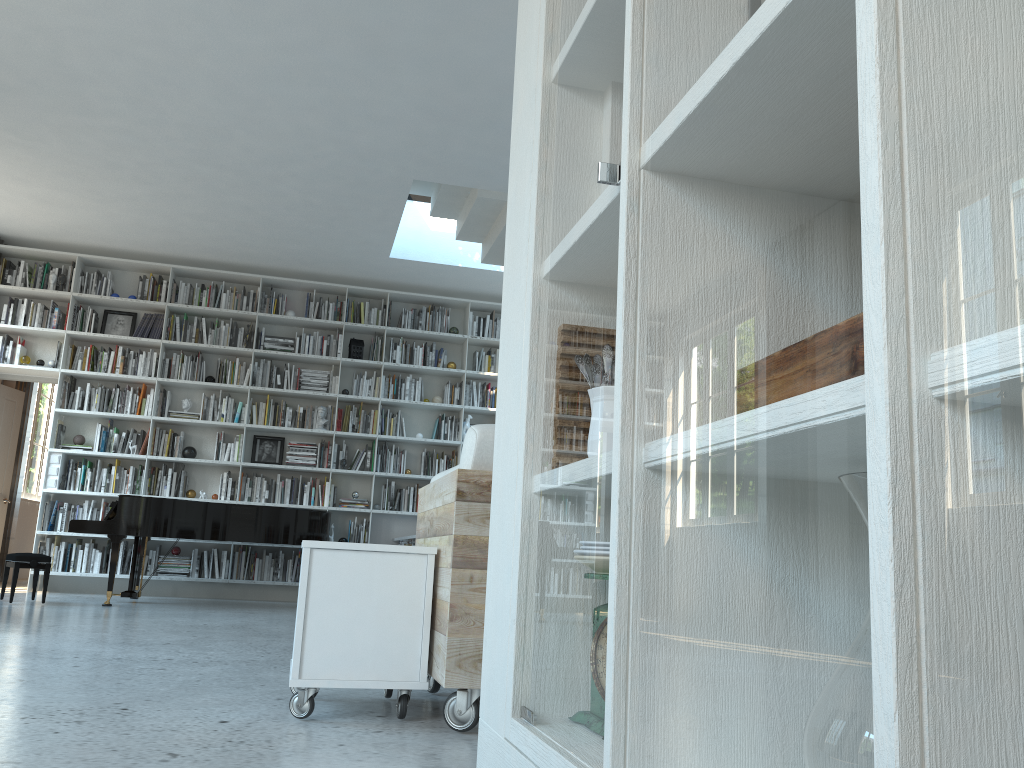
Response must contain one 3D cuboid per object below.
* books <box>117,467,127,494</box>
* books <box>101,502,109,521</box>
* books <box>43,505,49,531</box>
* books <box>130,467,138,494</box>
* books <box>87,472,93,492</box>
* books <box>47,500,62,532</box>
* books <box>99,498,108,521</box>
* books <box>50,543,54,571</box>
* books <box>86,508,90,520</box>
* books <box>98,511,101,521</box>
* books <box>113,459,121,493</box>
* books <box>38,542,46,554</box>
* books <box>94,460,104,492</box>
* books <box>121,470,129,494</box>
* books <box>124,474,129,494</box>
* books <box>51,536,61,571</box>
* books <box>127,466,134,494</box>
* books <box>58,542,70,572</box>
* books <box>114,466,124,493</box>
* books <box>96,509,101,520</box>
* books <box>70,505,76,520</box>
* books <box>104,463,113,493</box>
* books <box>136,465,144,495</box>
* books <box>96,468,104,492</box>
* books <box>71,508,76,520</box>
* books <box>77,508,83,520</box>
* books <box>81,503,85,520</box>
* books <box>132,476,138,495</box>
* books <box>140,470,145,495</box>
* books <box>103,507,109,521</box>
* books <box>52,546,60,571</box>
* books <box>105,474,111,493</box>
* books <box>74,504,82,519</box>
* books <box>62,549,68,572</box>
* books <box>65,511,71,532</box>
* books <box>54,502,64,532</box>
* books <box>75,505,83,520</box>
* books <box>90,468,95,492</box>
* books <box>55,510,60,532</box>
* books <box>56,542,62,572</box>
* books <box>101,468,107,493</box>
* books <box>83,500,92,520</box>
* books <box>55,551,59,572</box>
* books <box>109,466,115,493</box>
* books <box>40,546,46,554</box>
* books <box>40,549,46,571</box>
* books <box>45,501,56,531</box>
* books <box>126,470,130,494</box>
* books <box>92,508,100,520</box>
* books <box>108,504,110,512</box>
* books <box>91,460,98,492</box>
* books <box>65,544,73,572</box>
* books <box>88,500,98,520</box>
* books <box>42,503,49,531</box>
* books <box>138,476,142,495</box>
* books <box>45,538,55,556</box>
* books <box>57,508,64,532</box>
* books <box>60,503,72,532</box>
[{"bbox_3d":[-3.649,0.913,8.300,0.028,0.248,0.159,5,-11,-13],"label":"books"},{"bbox_3d":[-3.778,1.245,8.212,0.012,0.294,0.176,5,-11,-13],"label":"books"},{"bbox_3d":[-4.237,1.228,8.106,0.029,0.238,0.154,5,-11,-13],"label":"books"},{"bbox_3d":[-3.555,0.919,8.336,0.013,0.259,0.143,5,-11,-13],"label":"books"},{"bbox_3d":[-3.907,0.916,8.229,0.016,0.188,0.184,5,-11,-13],"label":"books"},{"bbox_3d":[-4.184,1.210,8.114,0.052,0.283,0.172,5,-11,-13],"label":"books"},{"bbox_3d":[-3.788,1.227,8.204,0.014,0.324,0.171,5,-11,-13],"label":"books"},{"bbox_3d":[-4.172,1.577,8.069,0.024,0.246,0.143,5,-11,-13],"label":"books"},{"bbox_3d":[-3.915,1.266,8.192,0.012,0.232,0.148,5,-11,-13],"label":"books"},{"bbox_3d":[-3.809,1.287,8.210,0.013,0.209,0.155,5,-11,-13],"label":"books"},{"bbox_3d":[-3.699,0.872,8.298,0.021,0.322,0.172,5,-11,-13],"label":"books"},{"bbox_3d":[-4.277,1.564,8.050,0.012,0.253,0.161,5,-11,-13],"label":"books"},{"bbox_3d":[-3.850,0.866,8.264,0.012,0.305,0.190,5,-11,-13],"label":"books"},{"bbox_3d":[-3.627,0.927,8.318,0.025,0.228,0.153,5,-11,-13],"label":"books"},{"bbox_3d":[-3.605,0.947,8.322,0.023,0.194,0.140,5,-11,-13],"label":"books"},{"bbox_3d":[-4.153,1.543,8.077,0.011,0.318,0.158,5,-11,-13],"label":"books"},{"bbox_3d":[-3.567,0.912,8.315,0.021,0.265,0.186,5,-11,-13],"label":"books"},{"bbox_3d":[-4.080,1.573,8.077,0.023,0.265,0.177,5,-11,-13],"label":"books"},{"bbox_3d":[-3.675,0.903,8.290,0.028,0.260,0.181,5,-11,-13],"label":"books"},{"bbox_3d":[-3.828,1.277,8.208,0.028,0.224,0.134,5,-11,-13],"label":"books"},{"bbox_3d":[-4.048,1.247,8.172,0.022,0.247,0.134,5,-11,-13],"label":"books"},{"bbox_3d":[-3.768,0.886,8.280,0.014,0.281,0.150,5,-11,-13],"label":"books"},{"bbox_3d":[-3.497,0.908,8.332,0.014,0.285,0.179,5,-11,-13],"label":"books"},{"bbox_3d":[-3.829,0.909,8.280,0.045,0.229,0.138,5,-11,-13],"label":"books"},{"bbox_3d":[-4.017,1.255,8.143,0.028,0.222,0.189,5,-11,-13],"label":"books"},{"bbox_3d":[-3.970,1.259,8.165,0.028,0.229,0.158,5,-11,-13],"label":"books"},{"bbox_3d":[-3.954,1.243,8.192,0.013,0.273,0.146,5,-11,-13],"label":"books"},{"bbox_3d":[-3.531,0.960,8.335,0.041,0.181,0.142,5,-11,-13],"label":"books"},{"bbox_3d":[-3.465,0.935,8.342,0.010,0.239,0.175,5,-11,-13],"label":"books"},{"bbox_3d":[-3.764,1.270,8.230,0.029,0.254,0.153,5,-11,-13],"label":"books"},{"bbox_3d":[-4.138,1.589,8.066,0.022,0.226,0.155,5,-11,-13],"label":"books"},{"bbox_3d":[-3.748,0.935,8.267,0.029,0.181,0.190,5,-11,-13],"label":"books"},{"bbox_3d":[-3.997,1.241,8.153,0.013,0.256,0.189,5,-11,-13],"label":"books"},{"bbox_3d":[-4.064,1.608,8.091,0.022,0.205,0.159,5,-11,-13],"label":"books"},{"bbox_3d":[-4.071,1.268,8.159,0.025,0.199,0.137,5,-11,-13],"label":"books"},{"bbox_3d":[-4.159,1.221,8.139,0.010,0.273,0.150,5,-11,-13],"label":"books"},{"bbox_3d":[-3.985,1.243,8.150,0.010,0.252,0.178,5,-11,-13],"label":"books"},{"bbox_3d":[-3.898,0.903,8.269,0.016,0.230,0.136,5,-11,-13],"label":"books"},{"bbox_3d":[-4.144,1.260,8.136,0.024,0.197,0.148,5,-11,-13],"label":"books"},{"bbox_3d":[-4.096,1.573,8.067,0.013,0.261,0.174,5,-11,-13],"label":"books"},{"bbox_3d":[-3.790,0.910,8.272,0.027,0.229,0.159,5,-11,-13],"label":"books"},{"bbox_3d":[-3.932,1.231,8.192,0.027,0.299,0.142,5,-11,-13],"label":"books"},{"bbox_3d":[-4.120,1.611,8.074,0.022,0.186,0.145,5,-11,-13],"label":"books"},{"bbox_3d":[-3.722,0.904,8.290,0.026,0.253,0.177,5,-11,-13],"label":"books"},{"bbox_3d":[-4.261,1.584,8.051,0.023,0.215,0.159,5,-11,-13],"label":"books"},{"bbox_3d":[-4.231,1.594,8.028,0.029,0.190,0.177,5,-11,-13],"label":"books"},{"bbox_3d":[-4.213,1.209,8.098,0.011,0.276,0.189,5,-11,-13],"label":"books"},{"bbox_3d":[-3.586,0.923,8.326,0.010,0.245,0.160,5,-11,-13],"label":"books"},{"bbox_3d":[-3.857,1.268,8.206,0.031,0.238,0.132,5,-11,-13],"label":"books"},{"bbox_3d":[-3.743,1.258,8.240,0.013,0.283,0.139,5,-11,-13],"label":"books"},{"bbox_3d":[-3.862,0.865,8.248,0.019,0.299,0.180,5,-11,-13],"label":"books"},{"bbox_3d":[-4.042,1.588,8.104,0.022,0.251,0.139,5,-11,-13],"label":"books"},{"bbox_3d":[-3.884,1.228,8.185,0.039,0.306,0.172,5,-11,-13],"label":"books"},{"bbox_3d":[-4.259,1.221,8.116,0.012,0.253,0.161,5,-11,-13],"label":"books"},{"bbox_3d":[-3.489,0.964,8.358,0.023,0.186,0.130,5,-11,-13],"label":"books"},{"bbox_3d":[-4.203,1.549,8.059,0.045,0.293,0.181,5,-11,-13],"label":"books"},{"bbox_3d":[-4.116,1.247,8.123,0.022,0.220,0.188,5,-11,-13],"label":"books"},{"bbox_3d":[-4.091,1.229,8.138,0.029,0.265,0.172,5,-11,-13],"label":"books"}]
